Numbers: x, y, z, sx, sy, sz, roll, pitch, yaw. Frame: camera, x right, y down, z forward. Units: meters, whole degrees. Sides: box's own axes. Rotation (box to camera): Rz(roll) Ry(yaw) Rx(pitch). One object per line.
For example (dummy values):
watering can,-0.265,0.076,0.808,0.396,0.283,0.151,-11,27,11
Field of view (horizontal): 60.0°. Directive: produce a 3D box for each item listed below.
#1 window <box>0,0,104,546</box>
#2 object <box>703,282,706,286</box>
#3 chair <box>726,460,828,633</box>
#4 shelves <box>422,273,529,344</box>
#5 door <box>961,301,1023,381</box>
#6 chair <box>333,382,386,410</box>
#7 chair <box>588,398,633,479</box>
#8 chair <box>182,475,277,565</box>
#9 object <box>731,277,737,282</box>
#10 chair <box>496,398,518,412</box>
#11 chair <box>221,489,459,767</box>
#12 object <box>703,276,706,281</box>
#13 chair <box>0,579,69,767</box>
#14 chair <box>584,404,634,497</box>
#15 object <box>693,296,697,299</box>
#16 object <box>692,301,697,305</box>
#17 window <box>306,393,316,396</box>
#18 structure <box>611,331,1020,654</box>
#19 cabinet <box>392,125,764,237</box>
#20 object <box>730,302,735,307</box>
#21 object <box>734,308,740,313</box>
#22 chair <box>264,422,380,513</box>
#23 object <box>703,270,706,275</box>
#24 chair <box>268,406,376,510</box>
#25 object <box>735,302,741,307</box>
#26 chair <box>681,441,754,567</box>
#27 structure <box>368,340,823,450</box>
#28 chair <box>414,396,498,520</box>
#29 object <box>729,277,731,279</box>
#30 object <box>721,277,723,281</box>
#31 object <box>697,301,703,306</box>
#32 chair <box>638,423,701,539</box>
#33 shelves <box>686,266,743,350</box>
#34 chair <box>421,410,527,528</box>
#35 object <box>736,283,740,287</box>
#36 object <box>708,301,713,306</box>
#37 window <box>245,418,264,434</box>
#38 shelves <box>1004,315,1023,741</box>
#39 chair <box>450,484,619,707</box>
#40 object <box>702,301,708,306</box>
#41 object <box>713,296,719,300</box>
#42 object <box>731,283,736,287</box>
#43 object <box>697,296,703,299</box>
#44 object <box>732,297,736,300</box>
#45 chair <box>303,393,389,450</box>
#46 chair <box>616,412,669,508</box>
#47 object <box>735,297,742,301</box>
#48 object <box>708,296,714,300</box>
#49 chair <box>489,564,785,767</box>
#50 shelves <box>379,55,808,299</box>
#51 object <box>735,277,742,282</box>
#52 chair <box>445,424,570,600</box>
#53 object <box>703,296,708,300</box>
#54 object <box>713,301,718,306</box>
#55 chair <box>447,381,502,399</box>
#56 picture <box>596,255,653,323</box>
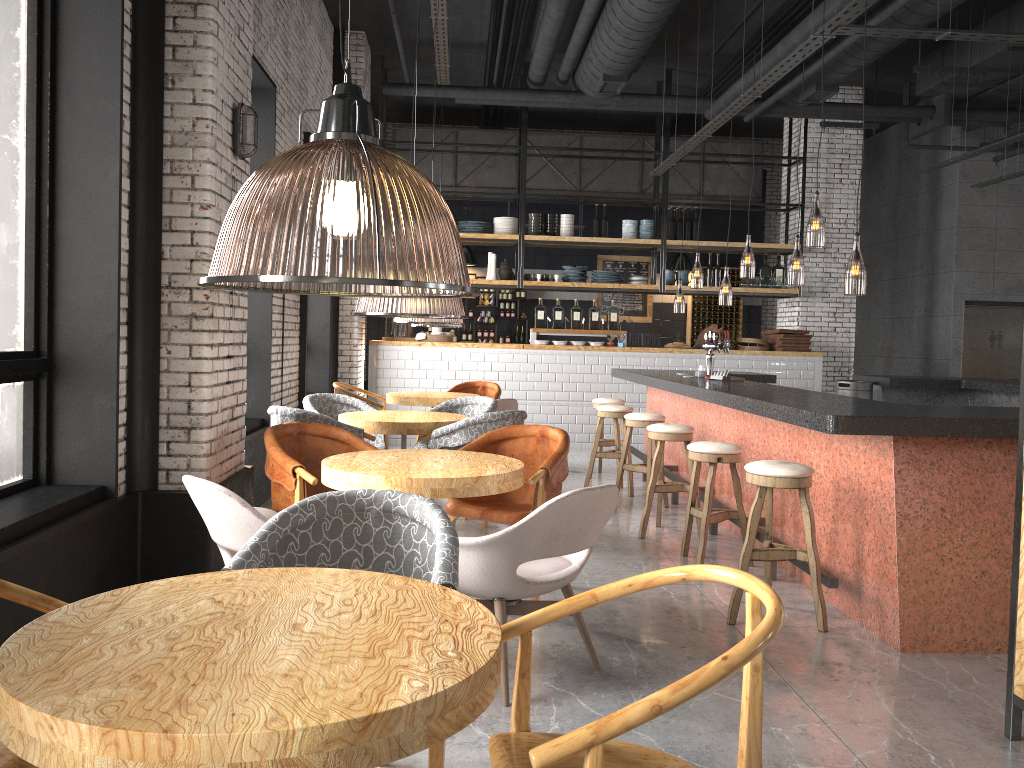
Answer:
window,-1.912,-0.798,3.119,0.365,2.695,1.536,1,2,-3
object,3.284,-1.686,15.047,0.079,0.079,0.284,1,3,-3
chair,1.360,0.794,4.431,0.480,0.805,0.439,-1,3,-45
shelves,-0.618,-1.113,14.935,1.761,1.481,0.157,1,2,-3
door,6.893,-0.134,12.745,1.120,2.101,0.158,1,2,-3
chair,-1.548,0.446,8.877,0.644,0.920,0.613,2,2,4
chair,0.930,0.541,9.029,0.439,0.805,0.481,0,3,-35
chair,-0.925,0.768,3.614,0.802,0.850,0.771,-1,3,-44
object,3.760,-1.779,15.048,0.079,0.079,0.284,1,3,-3
chair,-0.333,0.535,8.368,0.771,0.850,0.803,-1,3,-44
chair,-0.436,0.804,2.549,0.681,0.928,0.644,2,2,6
object,3.289,-1.789,15.009,0.079,0.079,0.284,1,3,-3
chair,-1.302,0.822,1.833,0.644,0.920,0.613,2,2,4
chair,0.945,0.592,8.070,0.480,0.805,0.439,0,2,-30
object,3.091,-1.480,15.028,0.079,0.079,0.284,1,3,-3
object,3.089,-1.375,15.022,0.079,0.079,0.284,1,3,-3
window,-2.285,-1.143,9.508,0.365,2.695,1.536,1,2,-3
structure,3.408,0.381,7.039,4.310,1.532,5.881,1,3,-3
cabinet,1.031,-3.071,14.265,5.863,1.767,0.682,1,2,-3
object,3.747,-1.360,15.086,0.079,0.079,0.284,1,3,-3
object,3.838,-1.253,15.099,0.079,0.079,0.284,1,3,-3
chair,-0.996,0.680,4.625,0.644,0.928,0.681,3,3,39
object,3.291,-1.895,15.025,0.079,0.079,0.284,1,3,-3
chair,-1.368,0.601,5.943,0.681,0.928,0.644,4,3,41
object,3.842,-1.357,15.076,0.079,0.079,0.284,1,3,-3
chair,1.247,0.760,5.595,0.480,0.805,0.439,1,2,-25
structure,1.047,0.156,12.008,5.800,1.345,1.512,1,2,-3
chair,-0.385,0.568,7.069,0.681,0.928,0.644,4,3,41
object,3.665,-1.781,15.051,0.079,0.079,0.284,1,3,-3
object,3.570,-1.784,15.061,0.079,0.079,0.284,1,3,-3
object,3.184,-1.372,15.013,0.079,0.079,0.284,1,3,-3
chair,1.083,0.685,6.382,0.439,0.805,0.481,0,2,-30
shelves,3.448,-0.907,15.133,0.889,2.147,0.251,1,2,-3
chair,-0.201,0.626,6.066,0.644,0.928,0.681,3,3,41
object,3.850,-1.673,15.081,0.079,0.079,0.284,1,3,-3
object,3.370,-1.369,15.068,0.079,0.079,0.284,1,3,-3
window,-2.098,-0.970,6.312,0.365,2.695,1.536,1,2,-3
shelves,3.693,-1.164,2.895,3.659,5.015,0.690,1,2,-3
chair,0.041,0.792,3.668,0.771,0.850,0.803,-1,3,-44
object,3.277,-1.371,15.042,0.079,0.079,0.284,1,3,-3
object,3.469,-1.470,15.031,0.079,0.079,0.284,1,3,-3
object,3.756,-1.674,15.060,0.079,0.079,0.284,1,3,-3
object,3.186,-1.477,15.014,0.079,0.079,0.284,1,3,-3
object,3.750,-1.465,15.082,0.079,0.079,0.284,1,3,-3
chair,-1.343,0.549,6.944,0.644,0.928,0.681,3,3,41
chair,1.052,0.634,7.337,0.439,0.805,0.480,3,3,35
object,3.845,-1.461,15.063,0.079,0.079,0.284,1,3,-3
object,3.374,-1.473,15.044,0.079,0.079,0.284,1,3,-3
chair,0.281,0.865,1.837,0.643,0.920,0.613,1,2,-11
shelves,1.078,-2.786,11.984,5.676,3.064,0.598,1,2,-3
object,3.855,-1.776,15.039,0.079,0.079,0.284,1,3,-3
chair,0.041,0.700,4.780,0.681,0.928,0.644,3,3,34
object,3.279,-1.476,15.054,0.079,0.079,0.284,1,3,-3
object,3.464,-1.367,15.069,0.079,0.079,0.284,1,3,-3
chair,-0.389,0.443,9.466,0.681,0.928,0.644,2,2,19
picture,1.938,-1.631,15.238,0.980,1.141,0.021,1,2,-3
